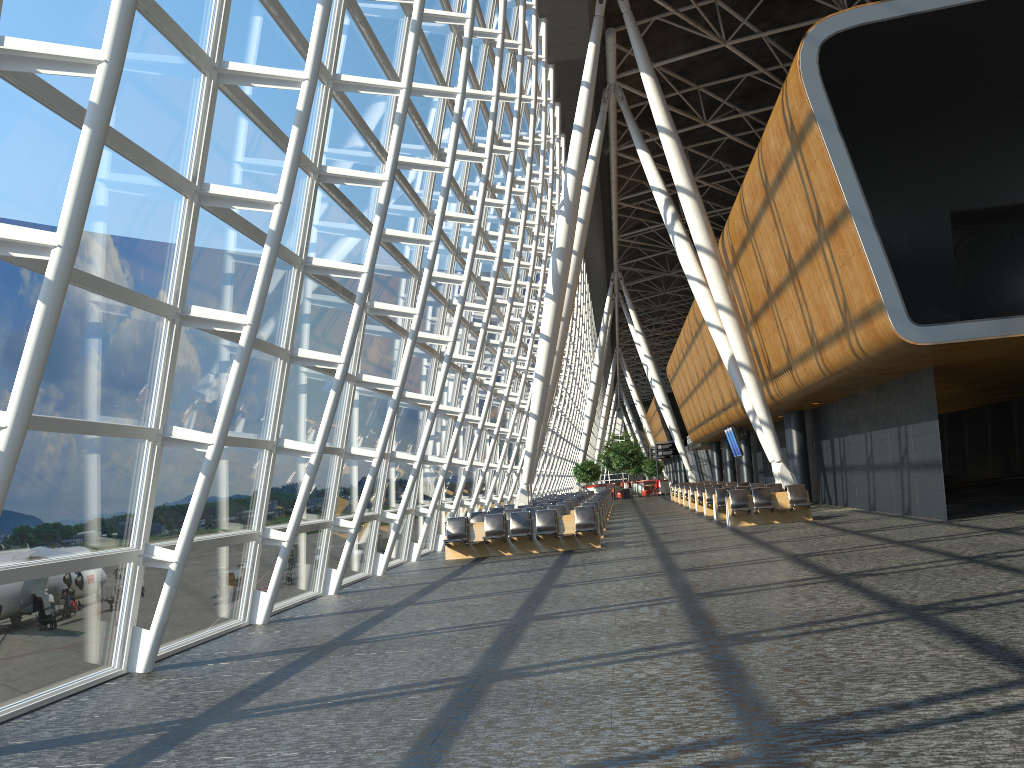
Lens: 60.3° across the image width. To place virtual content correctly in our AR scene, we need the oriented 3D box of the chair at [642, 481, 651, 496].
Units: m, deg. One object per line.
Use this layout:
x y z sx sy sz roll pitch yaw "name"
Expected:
8.897 7.068 59.404 0.620 1.008 0.665 -3 -3 -38 "chair"

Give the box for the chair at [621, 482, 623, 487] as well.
9.395 9.055 76.731 0.660 1.008 0.625 -5 -2 -8 "chair"

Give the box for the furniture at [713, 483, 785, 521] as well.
6.490 3.223 24.127 1.898 0.867 1.667 -6 -5 7 "furniture"

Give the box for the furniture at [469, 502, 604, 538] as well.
0.586 3.448 21.596 3.255 0.867 1.667 -6 -5 7 "furniture"

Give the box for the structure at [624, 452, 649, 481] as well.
10.069 7.110 71.156 2.287 3.469 2.219 -6 -2 19 "structure"

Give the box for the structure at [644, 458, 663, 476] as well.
12.418 7.921 77.790 1.877 2.989 1.948 -3 -3 -36 "structure"

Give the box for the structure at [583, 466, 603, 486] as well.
5.714 6.968 63.986 1.777 2.845 1.845 -3 -3 -36 "structure"

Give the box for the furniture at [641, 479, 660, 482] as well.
10.710 8.026 68.946 0.886 1.004 2.851 -4 -6 -26 "furniture"

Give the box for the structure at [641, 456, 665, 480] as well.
10.838 6.963 67.500 1.726 2.773 1.792 -3 -3 -36 "structure"

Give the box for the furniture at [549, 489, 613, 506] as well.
3.514 5.980 45.417 3.255 0.867 1.667 -6 -5 7 "furniture"

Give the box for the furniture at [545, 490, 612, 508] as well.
3.148 5.664 42.439 3.255 0.867 1.667 -6 -5 7 "furniture"

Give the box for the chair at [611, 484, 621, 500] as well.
6.716 7.102 58.048 0.664 1.008 0.621 -7 -3 32 "chair"

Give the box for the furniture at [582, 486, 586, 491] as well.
5.471 7.599 61.349 0.891 1.004 2.834 -6 -6 19 "furniture"

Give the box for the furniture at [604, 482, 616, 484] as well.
11.246 12.667 108.312 3.255 0.867 1.667 -6 -5 7 "furniture"

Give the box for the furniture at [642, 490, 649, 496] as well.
8.610 7.085 56.973 0.444 0.459 0.443 -6 -4 19 "furniture"

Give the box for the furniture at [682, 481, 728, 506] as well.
7.954 4.489 36.037 1.898 0.867 1.667 -6 -5 7 "furniture"

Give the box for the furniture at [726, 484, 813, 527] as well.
6.124 2.906 21.149 1.898 0.867 1.667 -6 -5 7 "furniture"

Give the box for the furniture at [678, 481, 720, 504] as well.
8.320 4.805 39.015 1.898 0.867 1.667 -6 -5 7 "furniture"

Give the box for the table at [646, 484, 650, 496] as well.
9.191 7.384 61.207 0.802 0.748 0.799 -7 -4 23 "table"

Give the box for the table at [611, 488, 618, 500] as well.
6.552 7.124 56.998 0.796 0.748 0.805 -4 -4 -22 "table"

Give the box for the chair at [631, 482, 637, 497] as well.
8.686 7.223 60.566 0.626 1.008 0.659 -7 -3 42 "chair"

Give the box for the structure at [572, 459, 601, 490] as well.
4.843 6.251 56.897 1.726 2.773 1.792 -3 -3 -36 "structure"

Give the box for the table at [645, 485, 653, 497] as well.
9.005 6.940 57.282 0.802 0.748 0.799 -7 -4 23 "table"

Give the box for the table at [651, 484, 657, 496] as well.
9.315 7.089 58.785 0.802 0.748 0.799 -7 -4 23 "table"

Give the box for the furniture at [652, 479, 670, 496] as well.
9.948 6.876 58.552 0.891 1.004 2.834 -6 -6 19 "furniture"

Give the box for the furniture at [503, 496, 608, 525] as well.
1.318 4.081 27.551 3.255 0.867 1.667 -6 -5 7 "furniture"

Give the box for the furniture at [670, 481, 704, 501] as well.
9.052 5.438 44.970 1.898 0.867 1.667 -6 -5 7 "furniture"

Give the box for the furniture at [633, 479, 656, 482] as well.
10.831 8.451 72.665 2.820 1.006 0.895 0 -6 -41 "furniture"

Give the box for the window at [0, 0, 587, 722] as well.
6.996 3.683 85.012 3.724 13.984 166.919 -5 -7 6 "window"

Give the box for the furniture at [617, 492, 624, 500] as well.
7.002 7.199 56.734 0.441 0.459 0.446 -2 -5 -41 "furniture"

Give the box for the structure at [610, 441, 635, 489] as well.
9.658 7.152 75.759 3.108 4.524 5.740 -6 -4 29 "structure"

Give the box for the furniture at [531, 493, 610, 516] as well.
2.050 4.714 33.506 3.255 0.867 1.667 -6 -5 7 "furniture"

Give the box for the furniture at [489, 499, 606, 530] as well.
0.952 3.764 24.574 3.255 0.867 1.667 -6 -5 7 "furniture"

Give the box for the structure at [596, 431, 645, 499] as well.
7.281 5.512 59.970 3.092 4.522 5.831 -5 -4 -1 "structure"

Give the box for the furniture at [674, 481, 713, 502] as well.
8.686 5.122 41.992 1.898 0.867 1.667 -6 -5 7 "furniture"

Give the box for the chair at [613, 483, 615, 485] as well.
7.441 8.070 66.849 0.626 1.008 0.660 -6 -3 32 "chair"

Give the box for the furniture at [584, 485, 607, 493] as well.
5.624 7.240 58.395 0.886 1.004 2.851 -4 -6 -26 "furniture"

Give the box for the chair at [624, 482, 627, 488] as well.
9.638 8.605 73.073 0.660 1.008 0.625 -5 -2 -8 "chair"

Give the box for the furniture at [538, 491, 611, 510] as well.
2.782 5.347 39.461 3.255 0.867 1.667 -6 -5 7 "furniture"

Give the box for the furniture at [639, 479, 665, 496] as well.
9.796 7.235 61.506 0.886 1.004 2.851 -4 -6 -26 "furniture"

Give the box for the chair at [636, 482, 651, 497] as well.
8.711 6.956 58.307 0.658 1.008 0.627 -3 -3 -38 "chair"

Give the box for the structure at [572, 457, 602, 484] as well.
5.100 6.472 59.790 1.913 2.962 1.876 -4 -2 -19 "structure"

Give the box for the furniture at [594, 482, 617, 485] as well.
8.348 9.218 77.334 2.820 1.006 0.895 0 -6 -41 "furniture"

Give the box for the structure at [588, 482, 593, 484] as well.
5.890 7.361 67.307 1.750 2.807 1.817 -3 -3 -36 "structure"

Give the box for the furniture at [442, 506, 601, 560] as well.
0.220 3.131 18.618 3.255 0.867 1.667 -6 -5 7 "furniture"

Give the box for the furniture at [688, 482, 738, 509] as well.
7.588 4.172 33.059 1.898 0.867 1.667 -6 -5 7 "furniture"

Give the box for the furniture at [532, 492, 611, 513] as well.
2.416 5.031 36.484 3.255 0.867 1.667 -6 -5 7 "furniture"

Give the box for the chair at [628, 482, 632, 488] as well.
8.549 7.373 61.738 0.665 1.008 0.621 -7 -3 42 "chair"

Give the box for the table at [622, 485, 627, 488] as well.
9.384 8.637 72.043 0.797 0.748 0.804 -5 -4 -7 "table"

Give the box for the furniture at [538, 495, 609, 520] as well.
1.684 4.398 30.529 3.255 0.867 1.667 -6 -5 7 "furniture"

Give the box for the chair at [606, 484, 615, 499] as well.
6.526 7.279 59.410 0.626 1.008 0.660 -6 -3 32 "chair"

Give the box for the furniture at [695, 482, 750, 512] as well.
7.222 3.856 30.082 1.898 0.867 1.667 -6 -5 7 "furniture"

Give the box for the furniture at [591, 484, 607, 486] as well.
6.538 8.030 65.834 0.886 1.004 2.851 -4 -6 -26 "furniture"

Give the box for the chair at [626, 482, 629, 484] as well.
9.464 8.164 69.177 0.665 1.008 0.621 -7 -3 42 "chair"

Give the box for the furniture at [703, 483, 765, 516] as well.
6.856 3.539 27.104 1.898 0.867 1.667 -6 -5 7 "furniture"
